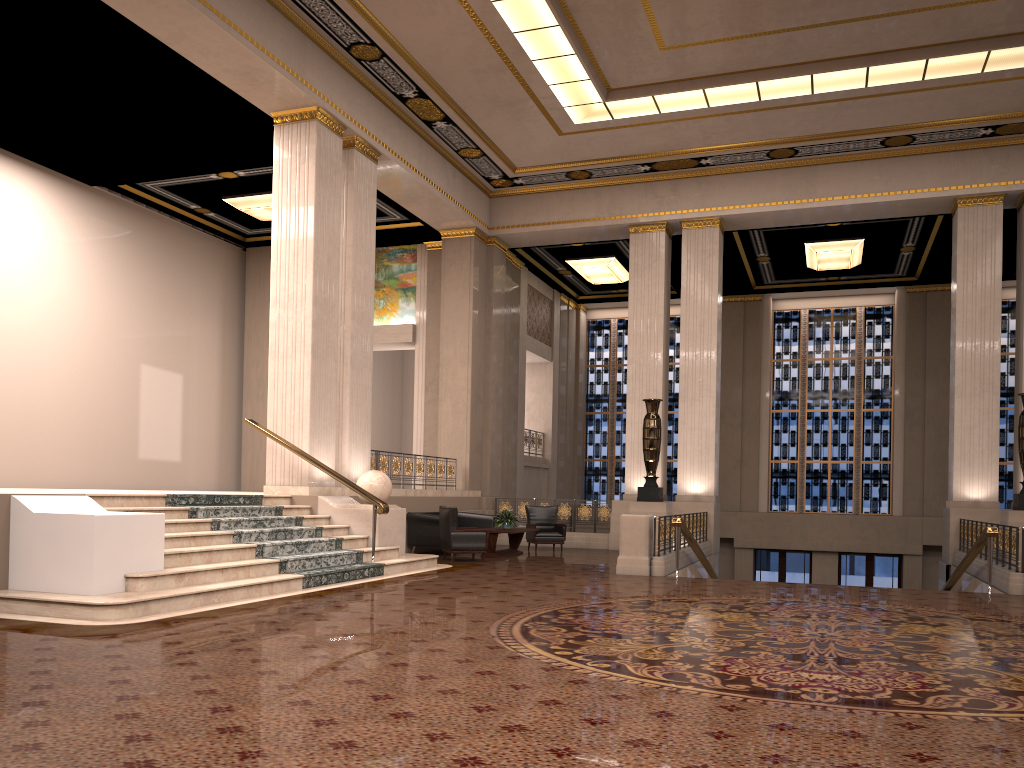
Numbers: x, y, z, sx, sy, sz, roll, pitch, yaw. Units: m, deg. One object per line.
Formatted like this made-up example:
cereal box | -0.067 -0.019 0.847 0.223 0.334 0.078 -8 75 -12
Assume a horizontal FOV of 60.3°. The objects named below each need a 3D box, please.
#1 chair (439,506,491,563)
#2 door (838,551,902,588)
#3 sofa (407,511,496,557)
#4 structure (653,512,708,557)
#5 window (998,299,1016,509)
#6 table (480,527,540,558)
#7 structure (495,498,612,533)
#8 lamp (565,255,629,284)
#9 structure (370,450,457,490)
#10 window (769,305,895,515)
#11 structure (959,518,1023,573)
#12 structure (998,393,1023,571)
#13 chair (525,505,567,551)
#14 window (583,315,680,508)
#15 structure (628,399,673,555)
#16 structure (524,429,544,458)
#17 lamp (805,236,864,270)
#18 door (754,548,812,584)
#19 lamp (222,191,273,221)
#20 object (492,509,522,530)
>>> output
chair | -0.754 2.304 13.564 0.718 0.842 0.650 2 -3 -20
door | 8.943 5.561 22.085 1.491 2.721 0.155 0 -1 20
sofa | -1.016 2.586 15.363 0.875 0.704 1.935 0 -6 20
structure | 2.785 2.340 14.065 0.079 0.535 4.968 1 -7 21
window | 13.243 0.575 21.110 2.986 5.351 0.069 0 -1 20
table | -0.156 2.699 15.046 0.839 0.434 1.485 -1 -7 20
structure | 0.833 2.656 17.845 2.534 0.654 0.032 -1 -1 20
lamp | 2.126 -2.692 21.140 1.167 0.213 2.030 -1 -7 20
structure | -1.738 1.567 15.711 0.032 0.622 3.718 1 -7 20
window | 8.279 0.692 22.903 2.986 5.351 0.069 0 -1 20
structure | 6.765 2.246 12.627 0.079 0.535 4.969 1 -7 19
structure | 8.074 1.541 13.760 0.700 2.785 0.702 1 -1 20
chair | 0.626 2.702 16.555 0.648 0.842 0.720 2 -3 -15
window | 3.480 0.805 24.637 2.986 5.351 0.069 0 -1 20
structure | 2.499 1.672 15.774 0.700 2.785 0.702 1 -1 20
structure | 0.434 1.465 21.807 0.031 0.665 2.169 1 -6 20
lamp | 7.072 -2.808 19.353 1.167 0.213 2.030 -1 -7 20
door | 6.979 5.608 22.794 1.491 2.721 0.155 0 -1 20
lamp | -4.439 -3.367 16.791 1.715 0.213 1.176 -1 -7 20
object | -0.092 2.276 14.907 0.526 0.375 0.503 5 -6 -38
